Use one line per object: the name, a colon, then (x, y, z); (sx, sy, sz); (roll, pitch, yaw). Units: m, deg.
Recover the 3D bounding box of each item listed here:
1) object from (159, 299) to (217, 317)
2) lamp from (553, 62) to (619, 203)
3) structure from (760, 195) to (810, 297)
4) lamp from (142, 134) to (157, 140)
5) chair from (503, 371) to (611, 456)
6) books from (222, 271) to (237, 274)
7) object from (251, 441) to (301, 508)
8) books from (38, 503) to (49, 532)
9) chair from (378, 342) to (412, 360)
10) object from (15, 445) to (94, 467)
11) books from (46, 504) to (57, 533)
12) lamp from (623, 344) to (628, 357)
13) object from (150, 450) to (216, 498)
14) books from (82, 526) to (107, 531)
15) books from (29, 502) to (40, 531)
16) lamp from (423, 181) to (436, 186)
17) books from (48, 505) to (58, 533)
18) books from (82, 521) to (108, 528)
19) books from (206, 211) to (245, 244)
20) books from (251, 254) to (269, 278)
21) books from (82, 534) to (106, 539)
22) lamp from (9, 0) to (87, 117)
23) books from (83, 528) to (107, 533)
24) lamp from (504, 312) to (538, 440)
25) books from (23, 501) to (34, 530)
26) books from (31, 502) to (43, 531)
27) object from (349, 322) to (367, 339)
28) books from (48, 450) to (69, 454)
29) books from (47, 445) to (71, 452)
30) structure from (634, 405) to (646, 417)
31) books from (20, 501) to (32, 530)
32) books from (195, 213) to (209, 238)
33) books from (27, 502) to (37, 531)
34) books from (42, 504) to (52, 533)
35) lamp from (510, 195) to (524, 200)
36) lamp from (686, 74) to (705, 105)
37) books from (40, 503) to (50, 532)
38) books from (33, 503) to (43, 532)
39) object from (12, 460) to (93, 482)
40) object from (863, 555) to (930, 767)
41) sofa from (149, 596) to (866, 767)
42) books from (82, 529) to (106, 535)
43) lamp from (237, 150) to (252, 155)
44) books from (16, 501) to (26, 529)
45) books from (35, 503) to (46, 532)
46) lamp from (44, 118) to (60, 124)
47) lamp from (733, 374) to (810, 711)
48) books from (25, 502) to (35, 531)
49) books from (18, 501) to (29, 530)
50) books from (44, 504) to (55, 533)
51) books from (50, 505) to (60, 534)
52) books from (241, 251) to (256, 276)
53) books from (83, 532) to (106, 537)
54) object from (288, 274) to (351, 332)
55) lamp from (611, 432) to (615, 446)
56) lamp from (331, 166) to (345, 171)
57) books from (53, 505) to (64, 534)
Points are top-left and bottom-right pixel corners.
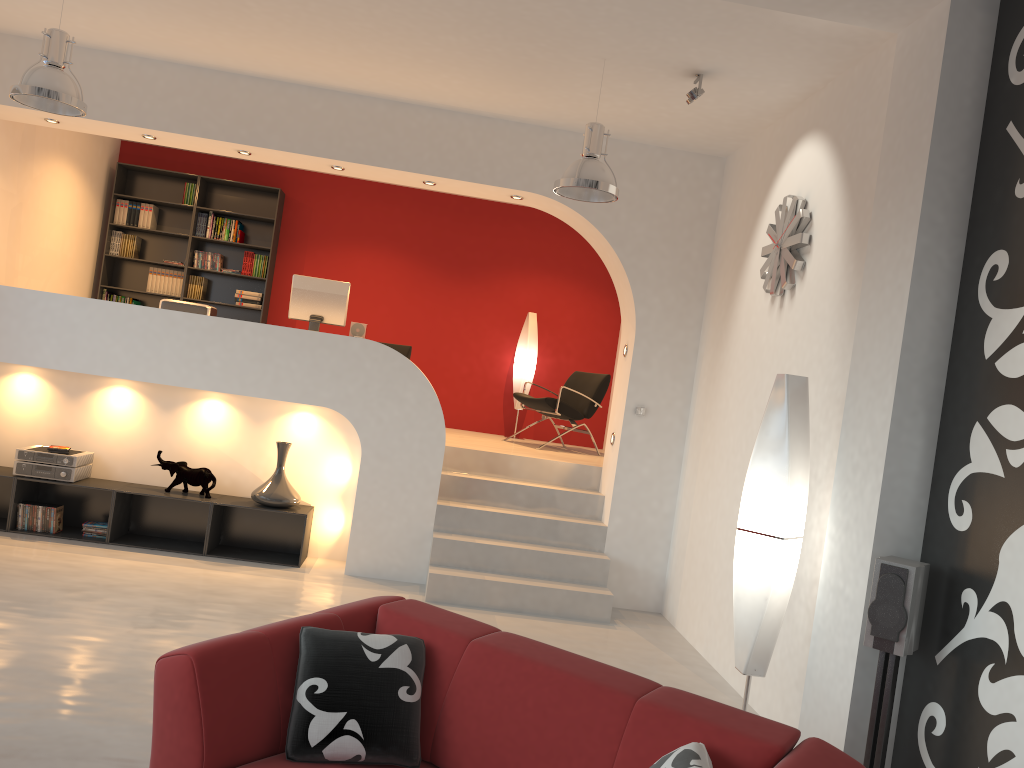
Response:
object: (-2.575, -0.540, 7.115); (0.397, 0.217, 0.458); (8, 0, -5)
lamp: (0.483, -1.491, 5.137); (0.379, 0.800, 0.379); (8, 0, -34)
structure: (1.598, -0.816, 5.238); (0.090, 0.596, 0.596); (8, 0, -5)
lamp: (-2.702, -1.836, 6.601); (0.105, 0.011, 0.105); (8, 0, -17)
chair: (0.449, 0.236, 8.691); (0.768, 0.795, 0.664); (8, 0, -30)
books: (-2.918, -1.147, 9.244); (0.190, 0.015, 0.135); (8, 0, -10)
object: (-1.757, 0.682, 6.705); (0.369, 0.481, 0.369); (8, 0, -40)
books: (-3.424, 0.976, 6.479); (0.031, 0.190, 0.135); (8, 0, -5)
chair: (-1.408, -0.033, 8.457); (0.664, 0.795, 0.768); (8, 0, 15)
object: (-3.376, 0.531, 6.557); (0.430, 0.077, 0.349); (8, 0, -5)
books: (-3.365, 0.984, 6.485); (0.031, 0.190, 0.135); (8, 0, -5)
lamp: (0.888, -0.261, 6.952); (0.011, 0.105, 0.105); (8, 0, -5)
object: (-2.457, 0.674, 6.663); (0.507, 0.296, 0.191); (8, 0, 10)
books: (-3.052, 1.057, 6.558); (0.190, 0.015, 0.135); (8, 0, -5)
books: (-3.484, 0.967, 6.474); (0.031, 0.190, 0.135); (8, 0, -5)
lamp: (-0.632, -1.537, 6.797); (0.105, 0.011, 0.105); (8, 0, -17)
books: (-3.350, 0.986, 6.486); (0.031, 0.190, 0.135); (8, 0, -5)
books: (-3.060, 1.041, 6.564); (0.190, 0.015, 0.135); (8, 0, -10)
books: (-2.964, -1.610, 9.203); (0.341, 0.286, 0.231); (8, 0, -5)
books: (-2.624, -1.218, 9.262); (0.146, 0.240, 0.170); (8, 0, -5)
books: (-3.060, 1.117, 6.565); (0.190, 0.015, 0.135); (8, 0, -10)
lamp: (-2.482, -1.920, 4.856); (0.379, 0.800, 0.379); (8, 0, -34)
books: (-3.051, 1.073, 6.566); (0.190, 0.015, 0.135); (8, 0, -5)
lamp: (0.121, -0.089, 9.443); (0.237, 1.349, 0.237); (8, 0, 3)
books: (-3.528, 0.961, 6.470); (0.031, 0.190, 0.135); (8, 0, -5)
books: (-3.469, 0.969, 6.475); (0.031, 0.190, 0.135); (8, 0, -5)
object: (-1.255, -0.423, 7.209); (0.133, 0.147, 0.151); (8, 0, -22)
books: (-3.334, 0.491, 6.528); (0.135, 0.015, 0.190); (8, 0, -25)
books: (-3.336, 0.475, 6.537); (0.135, 0.015, 0.190); (8, 0, -20)
structure: (0.972, 0.204, 6.706); (0.080, 0.080, 0.016); (8, 0, -5)
books: (-3.543, 0.958, 6.468); (0.031, 0.190, 0.135); (8, 0, -5)
books: (-3.202, -1.629, 9.204); (0.090, 0.256, 0.181); (8, 0, -5)
books: (-3.498, 0.965, 6.472); (0.031, 0.190, 0.135); (8, 0, -5)
books: (-3.395, 0.980, 6.482); (0.031, 0.190, 0.135); (8, 0, -5)
lamp: (0.039, -1.440, 6.860); (0.105, 0.011, 0.105); (8, 0, -17)
lamp: (1.076, -1.716, 5.178); (0.112, 0.176, 0.118); (8, 0, 37)
books: (-3.410, 0.978, 6.481); (0.031, 0.190, 0.135); (8, 0, -5)
books: (-3.454, 0.971, 6.477); (0.031, 0.190, 0.135); (8, 0, -5)
object: (-3.389, 0.629, 6.549); (0.430, 0.100, 0.365); (8, 0, -5)
object: (1.374, 1.209, 3.294); (0.214, 1.112, 0.229); (8, 0, 40)
sofa: (-0.102, 1.183, 2.429); (1.929, 0.738, 0.951); (8, 0, 35)
books: (-3.059, 1.087, 6.565); (0.190, 0.015, 0.135); (8, 0, 0)
lamp: (-2.012, -1.736, 6.666); (0.105, 0.011, 0.105); (8, 0, -17)
books: (-3.572, 0.954, 6.465); (0.031, 0.190, 0.135); (8, 0, -5)
books: (-3.439, 0.973, 6.478); (0.031, 0.190, 0.135); (8, 0, -5)
lamp: (-3.391, -1.936, 6.535); (0.105, 0.011, 0.105); (8, 0, -2)
lamp: (1.156, 0.842, 4.055); (0.313, 1.779, 0.313); (8, 0, 3)
books: (-3.513, 0.963, 6.471); (0.031, 0.190, 0.135); (8, 0, -5)
books: (-3.557, 0.956, 6.467); (0.031, 0.190, 0.135); (8, 0, -5)
books: (-3.380, 0.982, 6.484); (0.031, 0.190, 0.135); (8, 0, -5)
books: (-3.336, 0.988, 6.488); (0.031, 0.190, 0.135); (8, 0, -5)
books: (-2.742, -1.243, 9.252); (0.090, 0.256, 0.181); (8, 0, -5)
books: (-3.051, 1.103, 6.566); (0.190, 0.015, 0.135); (8, 0, -5)
object: (-1.553, -0.620, 7.128); (0.458, 0.452, 0.230); (8, 0, -5)
lamp: (0.788, 0.431, 6.951); (0.011, 0.105, 0.105); (8, 0, -5)
lamp: (-1.322, -1.637, 6.731); (0.105, 0.011, 0.105); (8, 0, -17)
books: (-3.321, 0.990, 6.489); (0.031, 0.190, 0.135); (8, 0, -5)
